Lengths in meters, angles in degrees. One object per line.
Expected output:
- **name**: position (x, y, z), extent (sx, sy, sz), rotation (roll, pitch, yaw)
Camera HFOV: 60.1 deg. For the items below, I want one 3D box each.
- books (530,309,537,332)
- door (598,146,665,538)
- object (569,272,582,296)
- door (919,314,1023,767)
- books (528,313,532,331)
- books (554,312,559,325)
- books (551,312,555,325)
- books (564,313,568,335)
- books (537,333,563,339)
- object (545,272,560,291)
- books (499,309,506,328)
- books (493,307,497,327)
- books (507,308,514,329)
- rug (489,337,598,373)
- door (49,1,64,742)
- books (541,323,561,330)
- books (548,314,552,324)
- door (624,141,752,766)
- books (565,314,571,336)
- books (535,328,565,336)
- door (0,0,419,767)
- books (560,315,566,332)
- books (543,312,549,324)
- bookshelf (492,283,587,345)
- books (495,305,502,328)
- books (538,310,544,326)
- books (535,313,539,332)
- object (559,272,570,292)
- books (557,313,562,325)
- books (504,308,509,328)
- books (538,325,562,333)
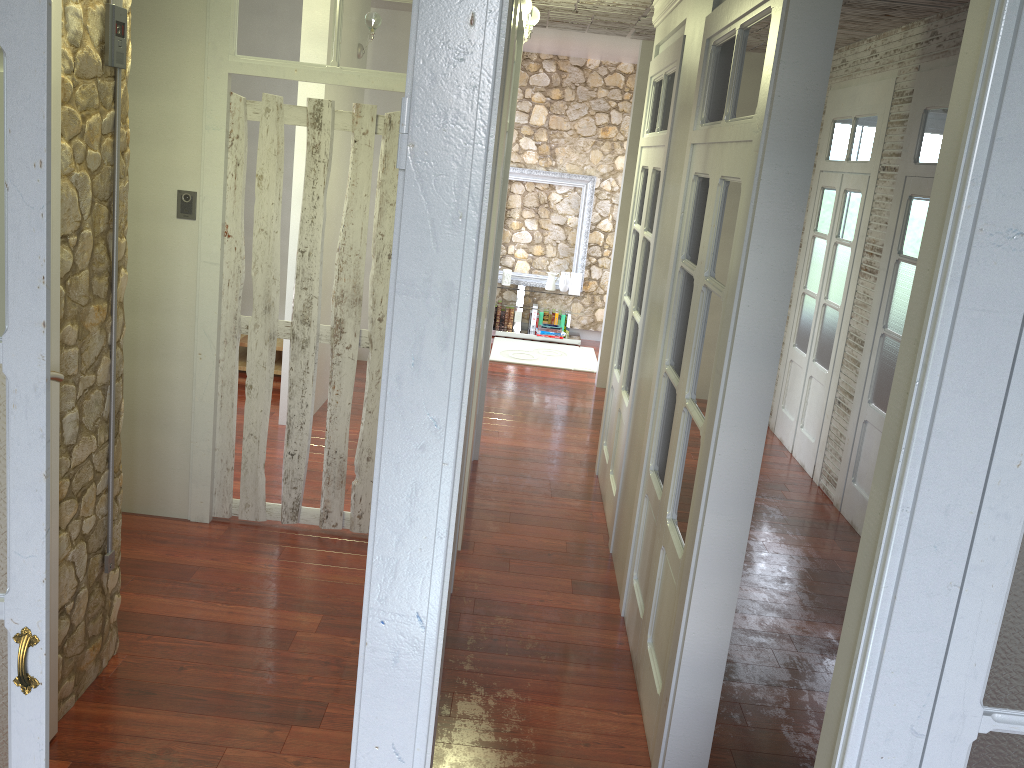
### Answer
- **books**: position (0.241, -0.723, 9.722), extent (0.053, 0.266, 0.178), rotation (6, 13, 0)
- **door**: position (0.668, -0.281, 4.989), extent (0.041, 2.062, 1.089), rotation (6, 12, 0)
- **object**: position (0.676, -1.066, 9.430), extent (0.118, 0.225, 0.074), rotation (7, 12, 0)
- **door**: position (1.178, 0.661, 1.455), extent (1.057, 2.155, 0.041), rotation (7, 12, 0)
- **books**: position (0.197, -0.697, 9.726), extent (0.027, 0.204, 0.163), rotation (6, 13, 0)
- **books**: position (0.479, -0.677, 9.716), extent (0.034, 0.232, 0.185), rotation (6, 13, 0)
- **books**: position (0.446, -0.682, 9.720), extent (0.034, 0.232, 0.185), rotation (6, 13, 0)
- **books**: position (0.585, -0.665, 9.719), extent (0.026, 0.229, 0.162), rotation (6, 13, 0)
- **books**: position (0.407, -0.531, 9.525), extent (0.284, 0.032, 0.200), rotation (6, 15, 0)
- **object**: position (0.429, -1.111, 9.562), extent (0.116, 0.192, 0.136), rotation (14, 15, 29)
- **books**: position (-0.106, -0.721, 9.717), extent (0.048, 0.189, 0.145), rotation (6, 13, 0)
- **books**: position (-0.200, -0.753, 9.725), extent (0.057, 0.226, 0.191), rotation (6, 13, 0)
- **books**: position (-0.014, -0.731, 9.725), extent (0.057, 0.225, 0.173), rotation (6, 13, 0)
- **rug**: position (0.328, -0.303, 8.954), extent (1.067, 0.016, 1.081), rotation (6, 15, 0)
- **door**: position (-1.360, 0.163, 2.145), extent (0.145, 2.193, 0.878), rotation (6, 12, 0)
- **books**: position (0.417, -0.616, 9.509), extent (0.204, 0.023, 0.145), rotation (6, 15, 0)
- **books**: position (0.410, -0.677, 9.726), extent (0.037, 0.211, 0.170), rotation (6, 13, 0)
- **door**: position (0.617, 0.174, 3.249), extent (0.041, 2.062, 1.089), rotation (6, 12, 0)
- **books**: position (0.615, -0.662, 9.715), extent (0.034, 0.232, 0.185), rotation (6, 13, 0)
- **books**: position (0.411, -0.561, 9.519), extent (0.284, 0.031, 0.200), rotation (3, 15, -14)
- **door**: position (-0.658, 0.443, 1.508), extent (1.187, 2.158, 0.487), rotation (0, 13, -25)
- **books**: position (0.550, -0.666, 9.728), extent (0.045, 0.220, 0.176), rotation (6, 13, 0)
- **books**: position (0.364, -0.688, 9.719), extent (0.057, 0.225, 0.173), rotation (6, 13, 0)
- **bookshelf**: position (0.074, -0.793, 9.663), extent (1.400, 0.544, 0.405), rotation (6, 13, 0)
- **books**: position (-0.147, -0.762, 9.703), extent (0.044, 0.267, 0.141), rotation (6, 12, 0)
- **books**: position (0.314, -0.696, 9.742), extent (0.045, 0.220, 0.176), rotation (6, 13, 0)
- **books**: position (0.277, -0.688, 9.726), extent (0.026, 0.204, 0.163), rotation (6, 13, 0)
- **object**: position (0.566, -1.100, 9.551), extent (0.115, 0.207, 0.113), rotation (17, 16, 39)
- **books**: position (0.512, -0.675, 9.720), extent (0.034, 0.232, 0.185), rotation (6, 13, 0)
- **books**: position (-0.060, -0.735, 9.729), extent (0.038, 0.220, 0.161), rotation (6, 13, 0)
- **books**: position (0.410, -0.592, 9.515), extent (0.254, 0.030, 0.176), rotation (8, 15, 5)
